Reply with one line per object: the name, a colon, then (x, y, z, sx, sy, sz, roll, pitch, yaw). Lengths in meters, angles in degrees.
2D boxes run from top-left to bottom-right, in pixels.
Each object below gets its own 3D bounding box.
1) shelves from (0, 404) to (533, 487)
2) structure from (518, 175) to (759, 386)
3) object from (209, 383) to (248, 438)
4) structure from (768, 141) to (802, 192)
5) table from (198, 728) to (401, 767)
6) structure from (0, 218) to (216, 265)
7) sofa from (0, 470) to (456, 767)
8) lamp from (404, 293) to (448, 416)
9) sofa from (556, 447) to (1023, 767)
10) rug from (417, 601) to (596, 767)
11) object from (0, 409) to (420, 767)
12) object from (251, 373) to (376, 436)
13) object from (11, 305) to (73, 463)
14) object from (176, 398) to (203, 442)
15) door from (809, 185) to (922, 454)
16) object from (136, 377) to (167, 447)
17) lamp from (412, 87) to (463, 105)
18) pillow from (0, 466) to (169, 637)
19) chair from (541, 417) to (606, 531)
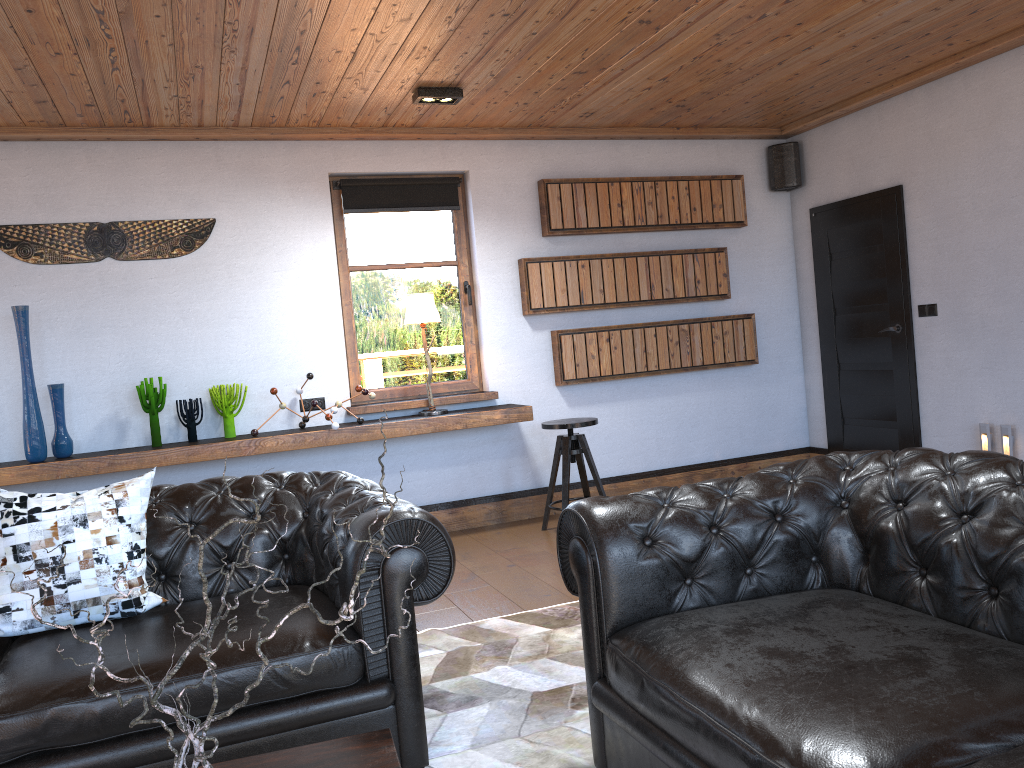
shelves: (-3.083, 0.445, 4.892, 6.697, 0.988, 0.607, -6, 2, -20)
structure: (0.910, -0.782, 6.573, 1.868, 1.444, 0.318, -6, 2, -20)
object: (-1.731, 0.163, 5.415, 0.197, 0.332, 0.184, -4, 3, 30)
structure: (2.115, -1.679, 6.861, 0.215, 0.349, 0.212, -6, 2, -20)
table: (-0.538, 1.025, 1.825, 0.654, 0.350, 0.398, -6, 3, -15)
structure: (-2.395, -0.844, 5.231, 1.258, 0.239, 0.098, -6, 2, -20)
sofa: (-1.526, 0.834, 2.696, 2.588, 0.838, 1.229, -6, 3, -21)
lamp: (-0.623, 0.151, 5.963, 0.249, 1.481, 0.626, -6, 2, -28)
sofa: (1.121, 0.648, 1.646, 1.250, 0.838, 2.545, -6, 3, -20)
rug: (-0.834, 1.178, 2.461, 4.077, 0.053, 2.413, -6, 3, -19)
object: (-0.435, 0.457, 1.337, 0.622, 0.808, 0.405, -6, 2, -9)
object: (-1.231, 0.102, 5.519, 0.644, 0.349, 0.523, -5, 3, 7)
object: (-2.621, -0.005, 4.945, 0.110, 0.862, 0.277, -4, 2, 26)
object: (-1.932, 0.220, 5.325, 0.122, 0.260, 0.131, -3, 3, 40)
door: (2.544, -0.313, 6.383, 0.145, 2.054, 0.934, -6, 2, -19)
object: (-2.104, 0.166, 5.208, 0.144, 0.410, 0.160, -3, 3, 39)
lamp: (-0.421, -1.631, 5.001, 0.263, 0.068, 0.154, -6, 3, -20)
pillow: (-1.385, 0.505, 2.801, 0.532, 0.469, 0.281, -6, 2, -17)
chair: (0.400, 0.594, 5.676, 0.396, 0.721, 0.390, -6, 2, -20)
